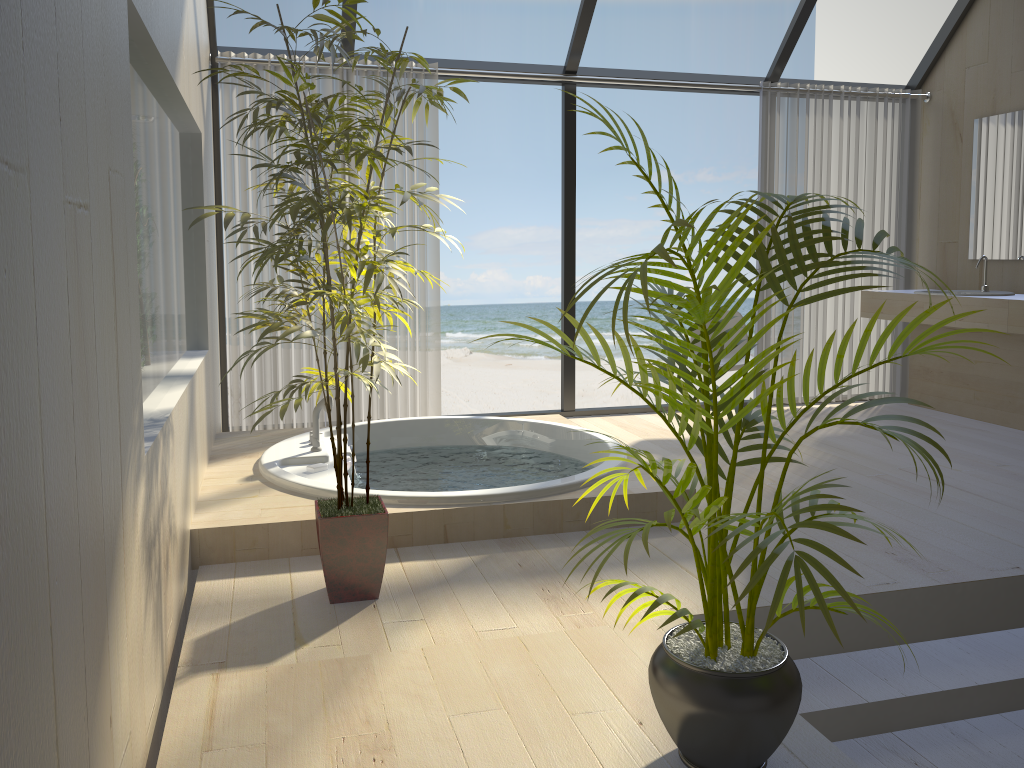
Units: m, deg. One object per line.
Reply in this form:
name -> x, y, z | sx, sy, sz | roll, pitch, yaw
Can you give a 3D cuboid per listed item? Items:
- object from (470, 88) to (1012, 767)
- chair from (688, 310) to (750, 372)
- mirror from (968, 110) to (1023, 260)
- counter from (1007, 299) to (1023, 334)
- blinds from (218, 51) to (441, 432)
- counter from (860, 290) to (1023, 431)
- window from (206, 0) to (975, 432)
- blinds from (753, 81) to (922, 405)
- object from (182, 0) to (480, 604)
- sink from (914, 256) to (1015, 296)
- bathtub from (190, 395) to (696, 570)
object -> 0.466, 0.085, 1.775 | 1.066, 1.338, 0.877 | -3, 7, -27
chair -> 1.236, -0.257, 5.282 | 0.369, 0.345, 0.457 | 1, 7, 13
mirror -> 2.979, -1.174, 5.247 | 0.023, 0.864, 0.657 | -2, 6, -15
counter -> 3.045, 0.019, 4.193 | 0.551, 0.786, 1.212 | -2, 8, -15
blinds -> -0.997, -0.776, 4.979 | 1.183, 2.059, 0.084 | -2, 5, -15
counter -> 2.723, -0.150, 5.351 | 0.551, 0.786, 1.212 | -2, 8, -15
window -> 0.631, -1.156, 5.200 | 4.562, 2.799, 0.749 | -2, 6, -15
blinds -> 2.140, -0.911, 5.845 | 1.183, 2.059, 0.084 | -2, 5, -15
object -> -0.549, -0.231, 2.595 | 0.787, 1.747, 0.940 | 1, 6, 9
sink -> 2.685, -0.554, 5.271 | 0.504, 0.417, 0.577 | -2, 7, -12
bathtub -> -0.395, 0.393, 3.929 | 1.822, 0.694, 1.657 | -2, 8, -15
